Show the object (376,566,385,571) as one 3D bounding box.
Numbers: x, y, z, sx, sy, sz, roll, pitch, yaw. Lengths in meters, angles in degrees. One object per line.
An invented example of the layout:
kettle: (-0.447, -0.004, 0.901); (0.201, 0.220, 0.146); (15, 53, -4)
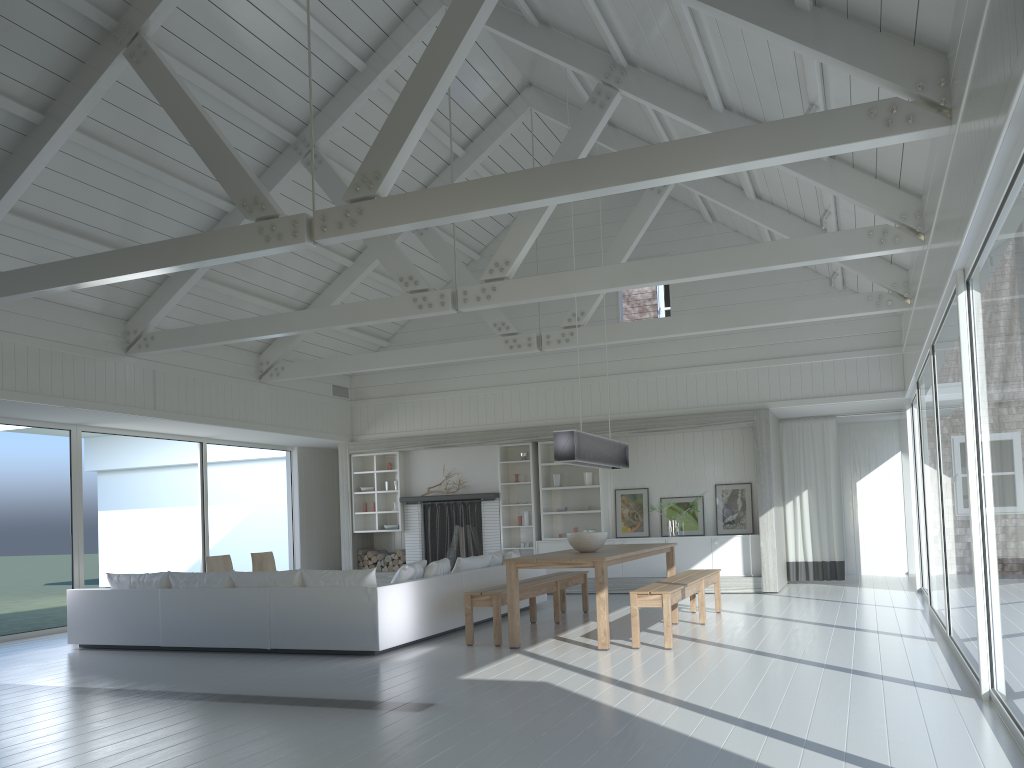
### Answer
object: (-2.013, 2.923, 14.102); (0.105, 0.114, 0.520); (-4, -9, 21)

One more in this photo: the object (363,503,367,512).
object: (-2.340, 1.945, 14.040); (0.054, 0.195, 0.054); (-3, -3, 22)

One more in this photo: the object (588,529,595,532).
object: (1.148, 2.147, 12.706); (0.085, 0.111, 0.086); (1, -6, -33)

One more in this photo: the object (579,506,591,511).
object: (1.071, 1.827, 12.925); (0.141, 0.066, 0.142); (-5, -8, 21)

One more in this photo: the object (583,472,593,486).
object: (1.104, 1.378, 12.770); (0.102, 0.196, 0.103); (-1, -4, -23)

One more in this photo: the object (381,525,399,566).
object: (-1.885, 2.562, 14.012); (0.341, 0.640, 0.616); (-3, -5, 7)

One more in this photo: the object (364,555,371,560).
object: (-2.231, 2.775, 14.171); (0.080, 0.079, 0.481); (-4, -9, 20)

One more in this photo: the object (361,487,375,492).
object: (-2.268, 1.683, 14.034); (0.242, 0.072, 0.244); (-3, -8, 7)

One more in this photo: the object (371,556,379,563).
object: (-2.092, 2.800, 14.128); (0.109, 0.109, 0.497); (-4, -9, 20)

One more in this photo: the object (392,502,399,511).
object: (-1.824, 1.926, 13.829); (0.137, 0.129, 0.138); (-3, -6, 9)

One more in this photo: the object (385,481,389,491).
object: (-1.966, 1.588, 13.898); (0.054, 0.195, 0.054); (-3, -3, 22)

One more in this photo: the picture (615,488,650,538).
picture: (1.721, 1.849, 12.621); (0.496, 0.700, 0.065); (-4, -3, 22)

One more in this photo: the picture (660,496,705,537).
picture: (2.389, 1.859, 12.363); (0.610, 0.550, 0.054); (-5, -3, 22)

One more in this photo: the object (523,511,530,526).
object: (0.218, 1.999, 13.115); (0.072, 0.210, 0.071); (-3, -3, 21)

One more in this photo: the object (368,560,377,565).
object: (-2.151, 2.850, 14.143); (0.080, 0.079, 0.481); (-4, -9, 20)

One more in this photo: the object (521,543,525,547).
object: (0.163, 2.395, 13.131); (0.054, 0.071, 0.054); (-4, -5, 21)

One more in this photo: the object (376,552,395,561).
object: (-1.998, 2.755, 14.091); (0.109, 0.109, 0.497); (-4, -9, 20)

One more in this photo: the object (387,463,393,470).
object: (-1.923, 1.298, 13.878); (0.059, 0.126, 0.233); (-1, -7, -24)

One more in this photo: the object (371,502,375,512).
object: (-2.199, 1.931, 13.983); (0.054, 0.195, 0.054); (-3, -3, 22)

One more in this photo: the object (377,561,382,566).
object: (-2.012, 2.849, 14.081); (0.080, 0.079, 0.481); (-4, -9, 20)

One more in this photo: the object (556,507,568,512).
object: (0.732, 1.837, 12.908); (0.141, 0.066, 0.142); (-5, -8, 21)

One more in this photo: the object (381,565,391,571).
object: (-1.890, 2.945, 14.061); (0.134, 0.146, 0.551); (-4, -8, 21)

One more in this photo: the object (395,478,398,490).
object: (-1.812, 1.573, 13.837); (0.054, 0.195, 0.054); (-3, -3, 22)

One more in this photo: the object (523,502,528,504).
object: (0.200, 1.782, 13.170); (0.054, 0.025, 0.054); (-5, -8, 21)

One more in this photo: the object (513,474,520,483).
object: (0.072, 1.417, 13.189); (0.137, 0.129, 0.138); (1, -6, -26)

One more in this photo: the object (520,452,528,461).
object: (0.179, 1.085, 13.125); (0.161, 0.123, 0.162); (2, -8, -36)

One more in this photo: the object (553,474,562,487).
object: (0.669, 1.422, 12.944); (0.103, 0.196, 0.103); (-4, -4, 22)

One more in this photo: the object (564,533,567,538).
object: (0.787, 2.214, 12.893); (0.058, 0.060, 0.058); (-2, -5, -1)

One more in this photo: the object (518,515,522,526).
object: (0.120, 2.017, 13.156); (0.054, 0.195, 0.054); (-3, -3, 21)

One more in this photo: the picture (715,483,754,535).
picture: (3.047, 1.717, 12.090); (0.496, 0.700, 0.065); (-4, -3, 22)

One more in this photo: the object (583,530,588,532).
object: (1.086, 2.172, 12.804); (0.090, 0.095, 0.092); (1, -7, -34)

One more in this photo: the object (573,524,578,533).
object: (0.926, 2.131, 12.829); (0.054, 0.195, 0.054); (-3, -3, 21)

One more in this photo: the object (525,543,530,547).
object: (0.231, 2.394, 13.102); (0.058, 0.060, 0.058); (-4, -6, 21)

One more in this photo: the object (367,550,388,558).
object: (-2.160, 2.728, 14.158); (0.110, 0.110, 0.497); (-4, -9, 20)

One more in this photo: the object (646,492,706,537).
object: (2.236, 1.786, 12.105); (0.973, 0.626, 0.625); (-5, -6, 19)

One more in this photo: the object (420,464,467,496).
object: (-0.997, 1.450, 13.361); (0.782, 0.500, 0.461); (-1, -5, -9)

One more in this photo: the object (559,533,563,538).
object: (0.712, 2.212, 12.895); (0.054, 0.071, 0.055); (-2, -5, 0)

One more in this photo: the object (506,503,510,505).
object: (-0.060, 1.790, 13.157); (0.054, 0.025, 0.054); (-5, -8, 21)
